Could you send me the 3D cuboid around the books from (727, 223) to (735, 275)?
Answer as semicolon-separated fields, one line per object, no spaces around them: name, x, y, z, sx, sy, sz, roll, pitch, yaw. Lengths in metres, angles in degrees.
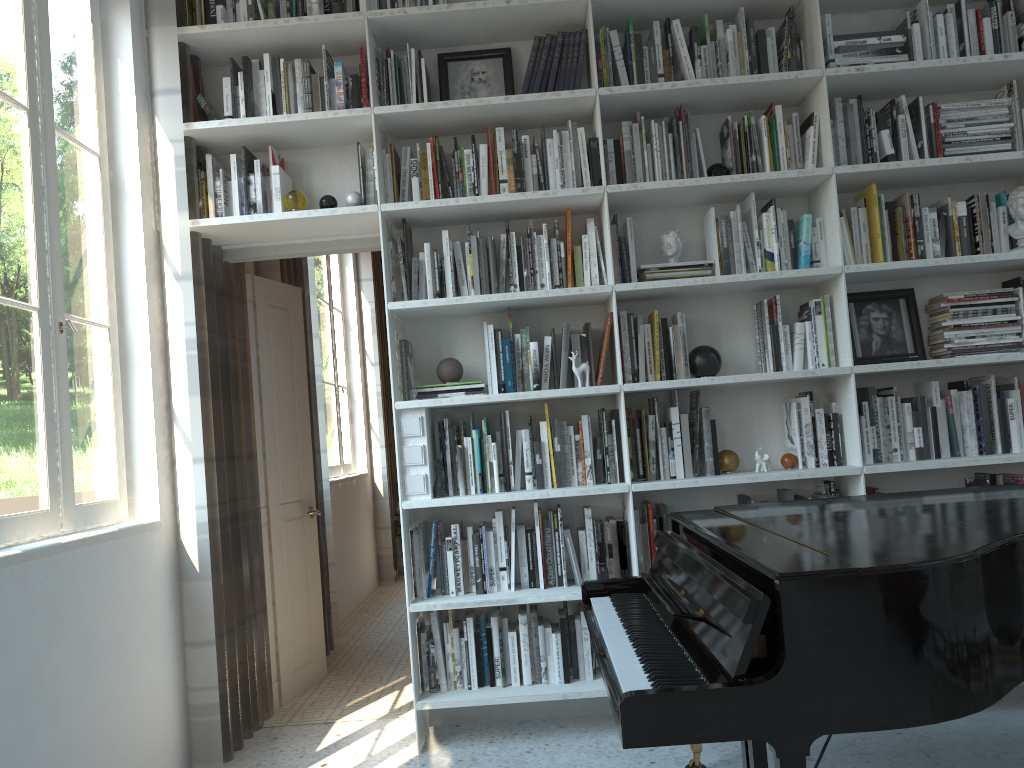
books;0.838;-0.502;3.476;0.024;0.227;0.137;-4;-3;1

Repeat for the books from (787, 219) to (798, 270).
books;1.076;-0.517;3.468;0.026;0.219;0.150;-4;-3;1

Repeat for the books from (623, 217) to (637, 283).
books;0.463;-0.499;3.472;0.021;0.277;0.136;-4;-3;1

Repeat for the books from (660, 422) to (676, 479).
books;0.602;0.256;3.425;0.021;0.215;0.172;-4;-3;1

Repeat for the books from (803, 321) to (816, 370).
books;1.132;-0.139;3.437;0.024;0.188;0.172;-4;-3;1

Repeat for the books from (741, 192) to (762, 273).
books;0.933;-0.562;3.457;0.010;0.329;0.173;-4;-3;1

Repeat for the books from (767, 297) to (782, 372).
books;1.012;-0.181;3.449;0.011;0.291;0.156;-4;-3;1

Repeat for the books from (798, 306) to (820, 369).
books;1.147;-0.169;3.427;0.012;0.244;0.171;-4;-3;1

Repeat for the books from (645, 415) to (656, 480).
books;0.531;0.245;3.428;0.042;0.248;0.162;-4;-3;1

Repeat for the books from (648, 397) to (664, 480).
books;0.556;0.210;3.427;0.014;0.313;0.166;-4;-3;1

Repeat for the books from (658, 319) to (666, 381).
books;0.571;-0.123;3.449;0.014;0.243;0.153;-4;-3;1

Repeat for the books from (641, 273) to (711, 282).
books;0.631;-0.404;3.460;0.254;0.012;0.161;-4;-3;-3

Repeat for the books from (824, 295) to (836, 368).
books;1.200;-0.192;3.427;0.021;0.281;0.162;-4;-3;1

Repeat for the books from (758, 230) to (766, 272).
books;0.956;-0.493;3.468;0.025;0.189;0.140;-4;-3;1

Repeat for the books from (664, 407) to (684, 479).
books;0.624;0.227;3.423;0.027;0.269;0.185;-4;-3;1

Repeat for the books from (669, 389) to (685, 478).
books;0.642;0.192;3.449;0.013;0.338;0.138;-4;-3;1

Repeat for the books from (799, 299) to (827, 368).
books;1.166;-0.183;3.434;0.027;0.269;0.178;-4;-3;1

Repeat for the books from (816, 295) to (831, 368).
books;1.184;-0.189;3.425;0.011;0.279;0.187;-4;-3;1

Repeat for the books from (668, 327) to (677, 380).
books;0.612;-0.108;3.444;0.011;0.208;0.180;-4;-3;1

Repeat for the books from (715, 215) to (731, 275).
books;0.810;-0.512;3.448;0.030;0.247;0.174;-4;-3;1

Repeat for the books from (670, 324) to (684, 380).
books;0.631;-0.114;3.440;0.028;0.216;0.175;-4;-3;1

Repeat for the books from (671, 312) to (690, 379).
books;0.658;-0.140;3.455;0.028;0.266;0.144;-4;-3;1

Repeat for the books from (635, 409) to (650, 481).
books;0.503;0.234;3.421;0.012;0.272;0.181;-4;-3;1

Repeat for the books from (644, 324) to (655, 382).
books;0.525;-0.111;3.450;0.025;0.228;0.153;-4;-3;1

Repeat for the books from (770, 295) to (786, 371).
books;1.023;-0.185;3.446;0.012;0.298;0.166;-4;-3;1

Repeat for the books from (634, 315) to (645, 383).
books;0.493;-0.126;3.448;0.036;0.263;0.166;-4;-3;1

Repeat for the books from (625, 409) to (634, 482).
books;0.448;0.238;3.442;0.013;0.275;0.147;-4;-3;1

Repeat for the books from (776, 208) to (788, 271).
books;1.028;-0.535;3.449;0.023;0.259;0.170;-4;-3;1

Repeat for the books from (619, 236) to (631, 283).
books;0.439;-0.462;3.477;0.034;0.209;0.136;-4;-3;1

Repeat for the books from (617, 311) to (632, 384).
books;0.437;-0.132;3.452;0.025;0.284;0.145;-4;-3;1

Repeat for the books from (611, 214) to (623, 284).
books;0.413;-0.504;3.490;0.011;0.297;0.135;-4;-3;1

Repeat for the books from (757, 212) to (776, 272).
books;0.980;-0.525;3.451;0.028;0.247;0.170;-4;-3;1

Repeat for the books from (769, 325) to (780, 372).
books;0.998;-0.128;3.435;0.025;0.186;0.154;-4;-3;1

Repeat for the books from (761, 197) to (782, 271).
books;1.009;-0.554;3.450;0.011;0.300;0.178;-4;-3;1

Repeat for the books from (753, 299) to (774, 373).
books;0.976;-0.175;3.442;0.012;0.285;0.159;-4;-3;1

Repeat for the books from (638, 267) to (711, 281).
books;0.629;-0.428;3.463;0.254;0.012;0.161;-4;-3;-2

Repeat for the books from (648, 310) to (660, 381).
books;0.549;-0.137;3.430;0.026;0.274;0.190;-4;-3;1

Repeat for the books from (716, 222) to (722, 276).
books;0.791;-0.502;3.467;0.010;0.231;0.154;-4;-3;1

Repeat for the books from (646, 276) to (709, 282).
books;0.632;-0.391;3.468;0.254;0.012;0.161;-5;-3;1

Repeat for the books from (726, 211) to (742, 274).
books;0.860;-0.525;3.462;0.022;0.267;0.151;-4;-3;1

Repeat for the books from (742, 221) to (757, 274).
books;0.908;-0.507;3.464;0.048;0.224;0.149;-4;-3;1

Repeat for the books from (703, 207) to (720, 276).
books;0.778;-0.528;3.455;0.012;0.285;0.159;-4;-3;1

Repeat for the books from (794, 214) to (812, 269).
books;1.118;-0.526;3.444;0.060;0.227;0.179;-4;-3;1

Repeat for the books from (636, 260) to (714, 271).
books;0.628;-0.452;3.462;0.285;0.012;0.159;-4;-3;-3

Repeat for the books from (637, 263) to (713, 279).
books;0.629;-0.440;3.466;0.285;0.012;0.159;-5;-3;3

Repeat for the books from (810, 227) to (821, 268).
books;1.164;-0.505;3.460;0.027;0.181;0.142;-4;-3;1

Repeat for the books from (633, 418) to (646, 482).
books;0.484;0.253;3.428;0.030;0.239;0.157;-4;-3;1

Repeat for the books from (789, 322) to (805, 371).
books;1.092;-0.136;3.433;0.057;0.188;0.156;-4;-3;1

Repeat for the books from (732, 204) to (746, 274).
books;0.876;-0.536;3.450;0.012;0.286;0.167;-4;-3;1

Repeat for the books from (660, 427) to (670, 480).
books;0.580;0.267;3.429;0.024;0.196;0.157;-4;-3;1

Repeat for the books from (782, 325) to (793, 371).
books;1.049;-0.129;3.449;0.030;0.182;0.154;-4;-3;1

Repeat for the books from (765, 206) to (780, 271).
books;0.999;-0.536;3.441;0.012;0.265;0.193;-4;-3;1

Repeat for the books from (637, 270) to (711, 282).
books;0.630;-0.416;3.458;0.254;0.012;0.161;-4;-3;-4

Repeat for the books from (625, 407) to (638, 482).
books;0.461;0.233;3.433;0.013;0.283;0.146;-4;-3;1

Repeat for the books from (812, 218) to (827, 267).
books;1.189;-0.525;3.463;0.026;0.217;0.126;-4;-3;1

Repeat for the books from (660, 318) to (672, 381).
books;0.592;-0.125;3.465;0.028;0.247;0.142;-4;-3;1

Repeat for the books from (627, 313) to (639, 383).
books;0.462;-0.129;3.456;0.026;0.275;0.154;-4;-3;1

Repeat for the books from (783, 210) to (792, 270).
books;1.051;-0.534;3.469;0.022;0.256;0.152;-4;-3;1
